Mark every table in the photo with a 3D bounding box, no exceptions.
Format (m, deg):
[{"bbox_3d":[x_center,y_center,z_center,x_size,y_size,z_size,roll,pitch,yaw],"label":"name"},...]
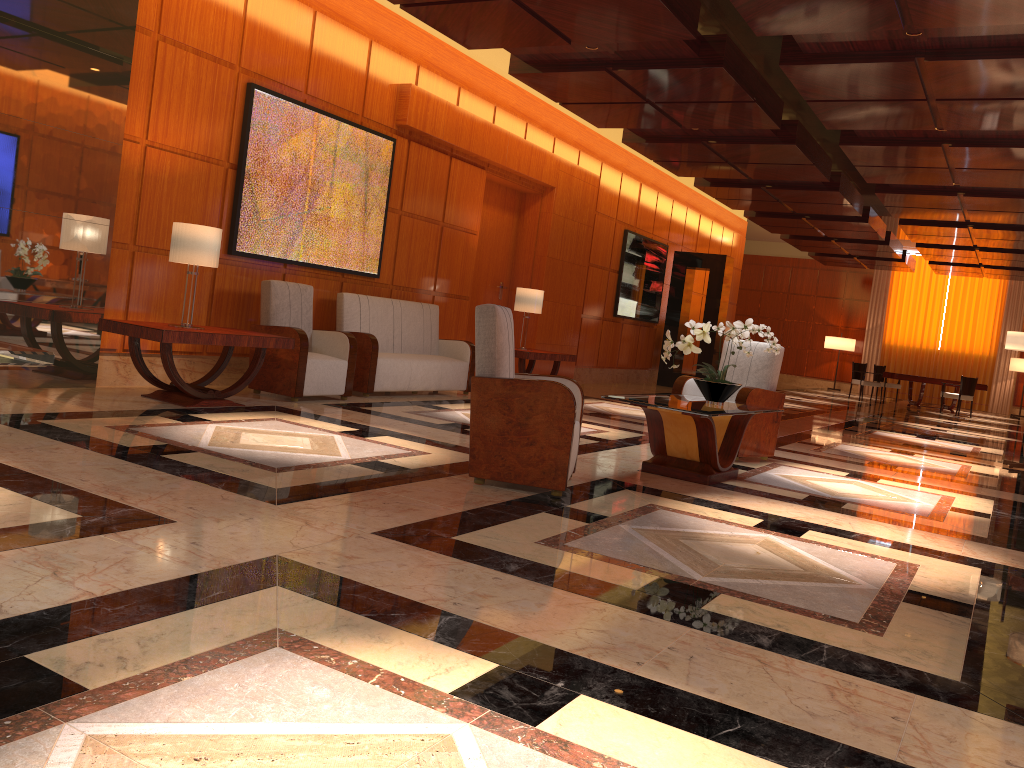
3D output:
[{"bbox_3d":[-2.308,-0.140,6.501,0.727,0.533,1.166,10,4,32],"label":"table"},{"bbox_3d":[0.170,-0.151,10.853,0.727,0.533,1.166,10,4,32],"label":"table"},{"bbox_3d":[-1.928,0.198,1.265,1.604,0.743,1.599,9,4,29],"label":"table"},{"bbox_3d":[9.698,0.229,20.436,2.107,0.740,0.785,7,3,1],"label":"table"},{"bbox_3d":[1.246,0.374,6.037,0.724,0.495,1.558,10,5,32],"label":"table"}]

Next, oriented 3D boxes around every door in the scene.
[{"bbox_3d":[-0.268,-1.335,11.668,0.341,2.647,1.498,8,3,29],"label":"door"}]

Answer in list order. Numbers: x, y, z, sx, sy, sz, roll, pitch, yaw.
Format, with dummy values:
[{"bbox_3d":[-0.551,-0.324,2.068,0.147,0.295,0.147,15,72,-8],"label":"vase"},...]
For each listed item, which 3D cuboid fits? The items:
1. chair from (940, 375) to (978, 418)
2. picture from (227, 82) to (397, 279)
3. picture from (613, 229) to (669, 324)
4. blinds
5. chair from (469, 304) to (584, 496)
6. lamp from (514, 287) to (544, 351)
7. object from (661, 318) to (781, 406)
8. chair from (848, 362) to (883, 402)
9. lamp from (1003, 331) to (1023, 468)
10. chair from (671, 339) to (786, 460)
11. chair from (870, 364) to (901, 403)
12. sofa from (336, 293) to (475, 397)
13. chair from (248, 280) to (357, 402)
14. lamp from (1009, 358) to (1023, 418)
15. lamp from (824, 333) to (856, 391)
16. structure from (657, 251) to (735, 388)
[{"bbox_3d":[9.815,0.258,19.423,0.583,0.893,0.578,6,3,-17],"label":"chair"},{"bbox_3d":[-1.802,-1.815,8.331,0.057,1.450,1.995,8,4,29],"label":"picture"},{"bbox_3d":[2.284,-1.834,15.507,0.057,1.450,1.995,8,4,29],"label":"picture"},{"bbox_3d":[11.821,-1.470,24.436,3.863,4.058,0.148,9,3,30],"label":"blinds"},{"bbox_3d":[0.089,0.059,4.994,0.629,0.959,0.738,8,3,8],"label":"chair"},{"bbox_3d":[1.346,-0.163,4.514,0.335,0.733,13.036,7,4,-11],"label":"lamp"},{"bbox_3d":[1.424,-0.169,6.092,0.788,0.616,0.418,8,3,7],"label":"object"},{"bbox_3d":[8.343,-0.052,21.029,0.583,0.893,0.578,6,3,-22],"label":"chair"},{"bbox_3d":[5.475,0.070,9.414,0.527,1.658,0.360,8,2,20],"label":"lamp"},{"bbox_3d":[1.821,0.096,7.437,0.627,0.959,0.740,5,4,-42],"label":"chair"},{"bbox_3d":[9.221,-0.007,21.927,0.583,0.893,0.578,6,3,-32],"label":"chair"},{"bbox_3d":[-1.082,-0.383,9.034,0.614,0.931,1.797,9,4,30],"label":"sofa"},{"bbox_3d":[-1.782,-0.375,7.574,0.630,0.959,0.737,9,3,28],"label":"chair"},{"bbox_3d":[13.227,0.049,22.853,0.809,1.658,0.813,6,3,-20],"label":"lamp"},{"bbox_3d":[9.234,-0.636,25.149,0.809,1.658,0.813,6,3,-20],"label":"lamp"},{"bbox_3d":[3.376,-1.142,16.319,0.988,2.494,0.499,9,2,30],"label":"structure"}]
